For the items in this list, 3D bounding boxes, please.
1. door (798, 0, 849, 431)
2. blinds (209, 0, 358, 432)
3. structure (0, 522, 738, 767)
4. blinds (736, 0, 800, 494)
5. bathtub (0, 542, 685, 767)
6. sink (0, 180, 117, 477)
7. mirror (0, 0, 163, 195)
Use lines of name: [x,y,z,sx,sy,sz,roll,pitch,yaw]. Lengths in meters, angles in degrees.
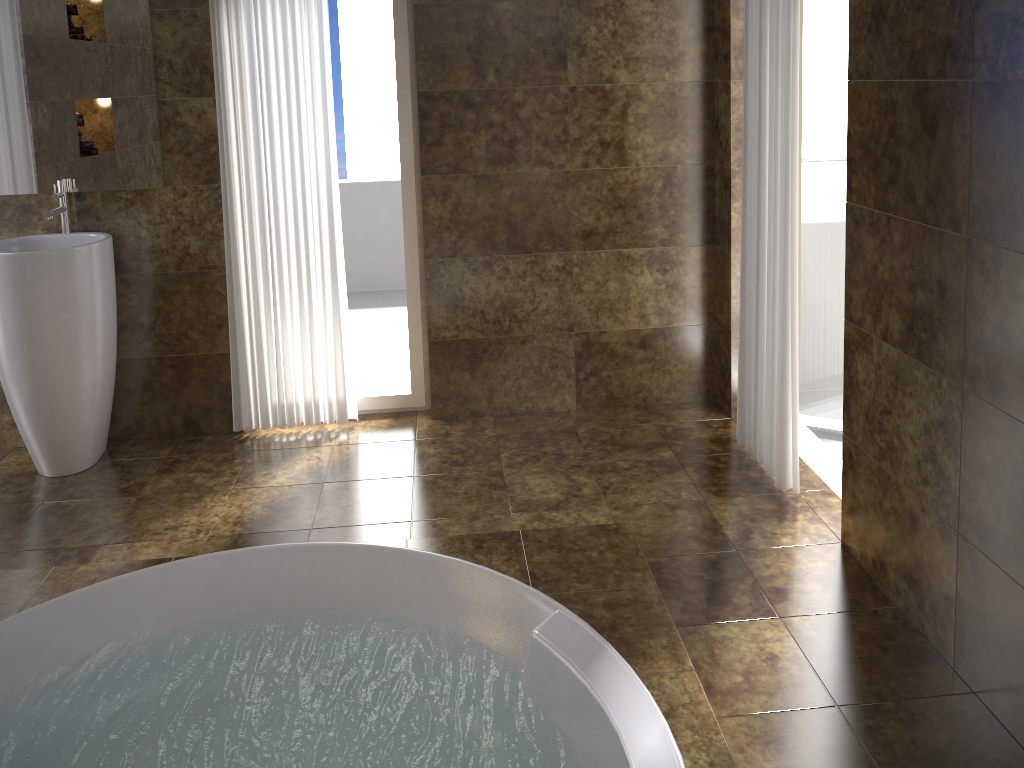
door: [1.495,-0.832,3.302,0.967,2.129,0.041,3,9,29]
blinds: [-0.954,-0.894,3.543,0.520,2.165,0.069,-3,7,-5]
structure: [-0.550,0.885,1.546,2.006,0.118,2.107,-3,19,-4]
blinds: [0.897,-0.777,3.057,0.069,2.177,0.501,-2,8,-5]
bathtub: [-0.551,0.878,1.543,1.762,0.499,1.828,7,20,25]
sink: [-1.776,-0.213,3.349,0.459,1.086,0.454,-2,9,-2]
mirror: [-1.829,-1.296,3.444,0.768,1.044,0.008,-3,7,-5]
